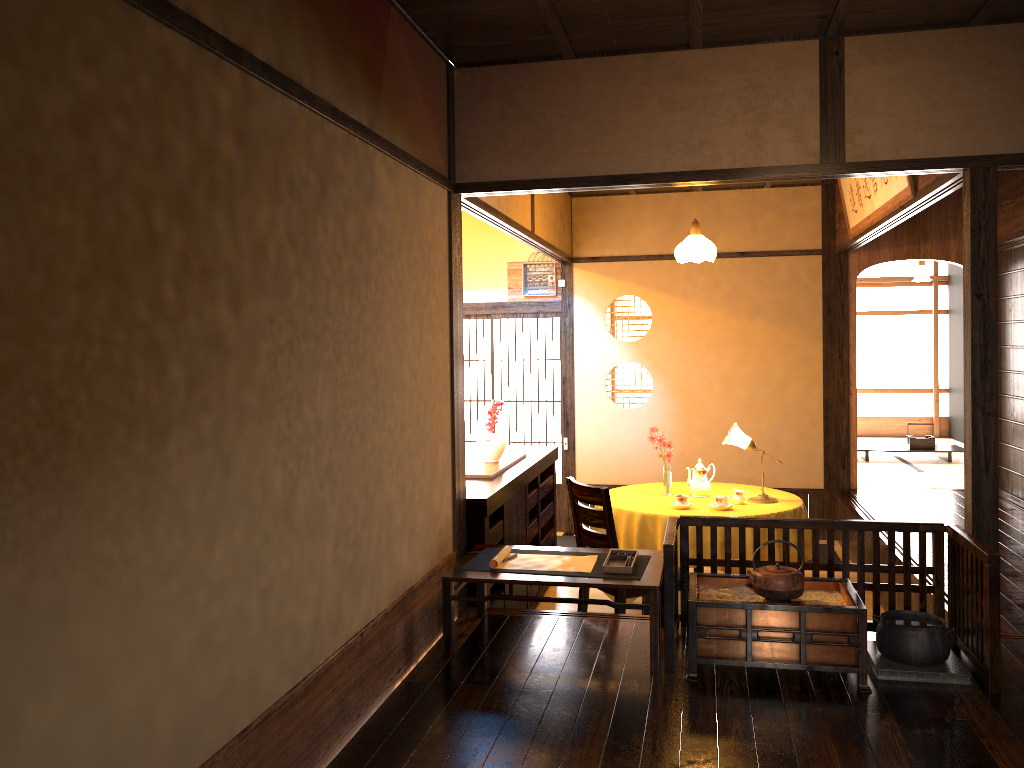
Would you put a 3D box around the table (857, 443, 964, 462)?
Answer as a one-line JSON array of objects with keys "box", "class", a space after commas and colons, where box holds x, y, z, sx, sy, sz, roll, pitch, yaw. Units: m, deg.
[{"box": [4.160, 0.732, 9.460, 1.200, 0.118, 0.601, 0, 3, 12], "class": "table"}]

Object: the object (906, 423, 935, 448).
[{"box": [4.342, 0.543, 9.418, 0.260, 0.258, 0.150, 0, 1, 12], "class": "object"}]

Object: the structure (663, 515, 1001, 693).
[{"box": [1.238, 0.854, 3.610, 1.197, 0.499, 0.598, 0, 2, 12], "class": "structure"}]

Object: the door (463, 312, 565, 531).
[{"box": [-0.818, 0.351, 8.387, 2.648, 1.999, 0.066, 0, 1, 12], "class": "door"}]

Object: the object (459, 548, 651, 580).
[{"box": [0.196, 0.771, 3.826, 0.760, 0.003, 0.405, 0, 3, 15], "class": "object"}]

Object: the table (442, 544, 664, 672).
[{"box": [0.208, 0.940, 3.827, 0.880, 0.336, 0.601, 0, 2, 12], "class": "table"}]

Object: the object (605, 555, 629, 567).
[{"box": [0.442, 0.755, 3.734, 0.082, 0.019, 0.200, 0, 3, 13], "class": "object"}]

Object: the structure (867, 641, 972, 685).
[{"box": [1.571, 1.086, 3.468, 0.330, 0.040, 0.330, 0, 3, 12], "class": "structure"}]

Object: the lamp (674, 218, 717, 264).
[{"box": [1.202, -1.201, 5.822, 0.249, 0.810, 0.277, 0, 1, 34], "class": "lamp"}]

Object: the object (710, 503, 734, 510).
[{"box": [1.283, 0.753, 5.423, 0.144, 0.024, 0.144, -2, 3, -28], "class": "object"}]

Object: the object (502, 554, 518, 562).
[{"box": [-0.009, 0.763, 3.892, 0.012, 0.010, 0.141, 0, 3, 27], "class": "object"}]

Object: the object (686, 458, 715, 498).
[{"box": [1.251, 0.618, 5.878, 0.163, 0.252, 0.154, 0, 2, 25], "class": "object"}]

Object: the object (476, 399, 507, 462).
[{"box": [-0.106, 0.291, 5.595, 0.189, 0.378, 0.321, 0, 2, 21], "class": "object"}]

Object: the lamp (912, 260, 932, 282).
[{"box": [4.339, -1.482, 9.387, 0.196, 0.798, 0.225, 0, 1, 20], "class": "lamp"}]

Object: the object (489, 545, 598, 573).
[{"box": [0.142, 0.751, 3.824, 0.430, 0.038, 0.275, 0, 3, 12], "class": "object"}]

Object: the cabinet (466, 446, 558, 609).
[{"box": [-0.126, 0.992, 5.448, 0.489, 0.970, 2.188, -1, 2, 12], "class": "cabinet"}]

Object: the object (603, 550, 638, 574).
[{"box": [0.464, 0.754, 3.770, 0.121, 0.028, 0.295, 0, 3, 13], "class": "object"}]

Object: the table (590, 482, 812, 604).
[{"box": [1.233, 1.093, 5.842, 1.444, 0.695, 1.444, 0, 2, 12], "class": "table"}]

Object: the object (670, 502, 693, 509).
[{"box": [1.047, 0.754, 5.474, 0.144, 0.024, 0.144, -2, 3, -28], "class": "object"}]

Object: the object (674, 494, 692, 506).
[{"box": [1.050, 0.721, 5.470, 0.099, 0.076, 0.090, 1, 2, 37], "class": "object"}]

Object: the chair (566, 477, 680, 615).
[{"box": [0.641, 1.011, 4.973, 0.577, 0.959, 0.491, -1, 1, -23], "class": "chair"}]

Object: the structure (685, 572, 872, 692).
[{"box": [1.028, 0.961, 3.509, 0.666, 0.300, 0.453, 0, 2, 12], "class": "structure"}]

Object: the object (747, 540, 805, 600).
[{"box": [1.051, 0.723, 3.500, 0.198, 0.216, 0.198, -2, 2, -39], "class": "object"}]

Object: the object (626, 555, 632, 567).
[{"box": [0.500, 0.756, 3.775, 0.012, 0.012, 0.180, 0, 3, 12], "class": "object"}]

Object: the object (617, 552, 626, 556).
[{"box": [0.477, 0.748, 3.857, 0.040, 0.021, 0.040, -2, 3, -25], "class": "object"}]

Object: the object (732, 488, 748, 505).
[{"box": [1.435, 0.706, 5.592, 0.083, 0.098, 0.078, -1, 2, -18], "class": "object"}]

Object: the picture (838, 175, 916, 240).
[{"box": [2.286, -1.317, 5.688, 0.117, 0.565, 2.045, -1, 3, 12], "class": "picture"}]

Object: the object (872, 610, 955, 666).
[{"box": [1.568, 0.992, 3.469, 0.267, 0.147, 0.267, -2, 2, -21], "class": "object"}]

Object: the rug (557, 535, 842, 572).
[{"box": [1.139, 1.372, 7.308, 2.954, 0.005, 0.902, 0, 3, 12], "class": "rug"}]

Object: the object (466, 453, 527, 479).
[{"box": [-0.136, 0.496, 5.472, 0.267, 0.020, 0.998, 0, 3, 12], "class": "object"}]

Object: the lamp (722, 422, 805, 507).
[{"box": [1.612, 0.842, 5.671, 0.511, 1.202, 0.198, -1, 1, 12], "class": "lamp"}]

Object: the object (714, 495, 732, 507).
[{"box": [1.283, 0.720, 5.418, 0.090, 0.076, 0.099, -1, 2, -3], "class": "object"}]
